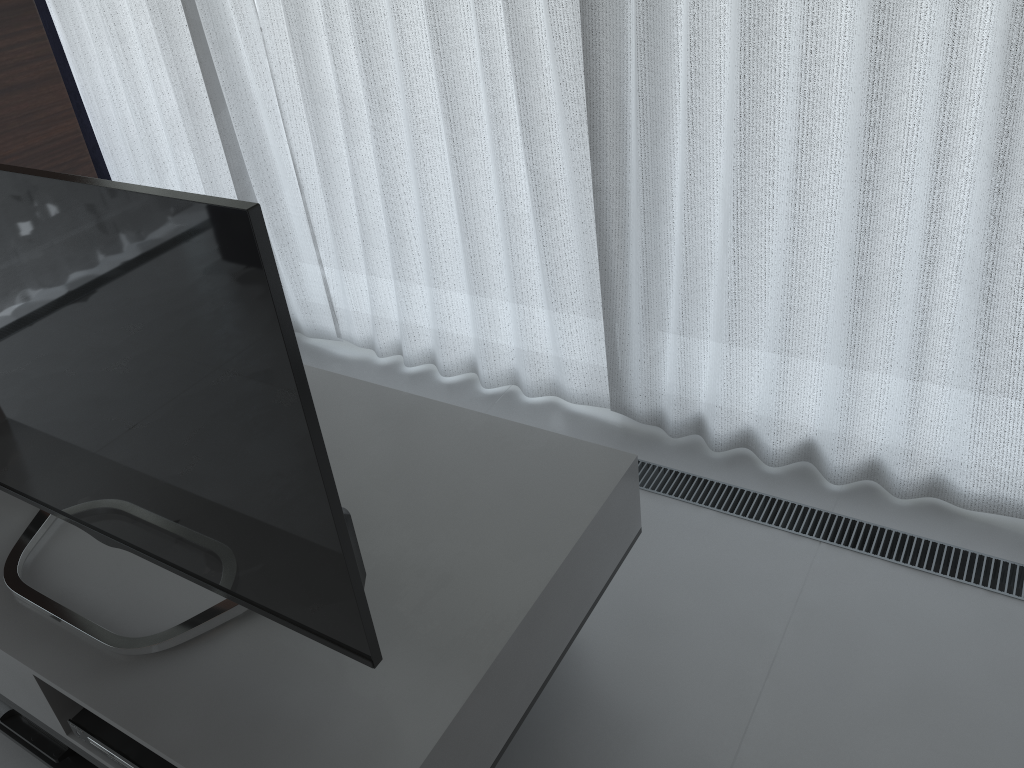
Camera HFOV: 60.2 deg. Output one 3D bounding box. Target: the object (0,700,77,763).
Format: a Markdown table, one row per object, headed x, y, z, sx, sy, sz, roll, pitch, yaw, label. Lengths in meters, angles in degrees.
| x | y | z | sx | sy | sz | roll | pitch | yaw | label |
| --- | --- | --- | --- | --- | --- | --- | --- | --- | --- |
| -0.908 | 0.593 | 1.847 | 0.316 | 0.065 | 0.323 | 13 | 38 | 29 | object |

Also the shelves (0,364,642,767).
| x | y | z | sx | sy | sz | roll | pitch | yaw | label |
| --- | --- | --- | --- | --- | --- | --- | --- | --- | --- |
| -0.951 | 0.328 | 2.107 | 2.368 | 0.481 | 0.900 | 14 | 38 | 29 | shelves |

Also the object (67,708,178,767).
| x | y | z | sx | sy | sz | roll | pitch | yaw | label |
| --- | --- | --- | --- | --- | --- | --- | --- | --- | --- |
| -0.471 | 0.538 | 1.498 | 0.434 | 0.051 | 0.346 | 13 | 38 | 29 | object |

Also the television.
| x | y | z | sx | sy | sz | roll | pitch | yaw | label |
| --- | --- | --- | --- | --- | --- | --- | --- | --- | --- |
| -0.736 | 0.002 | 1.420 | 1.240 | 0.756 | 0.307 | 13 | 36 | 30 | television |
